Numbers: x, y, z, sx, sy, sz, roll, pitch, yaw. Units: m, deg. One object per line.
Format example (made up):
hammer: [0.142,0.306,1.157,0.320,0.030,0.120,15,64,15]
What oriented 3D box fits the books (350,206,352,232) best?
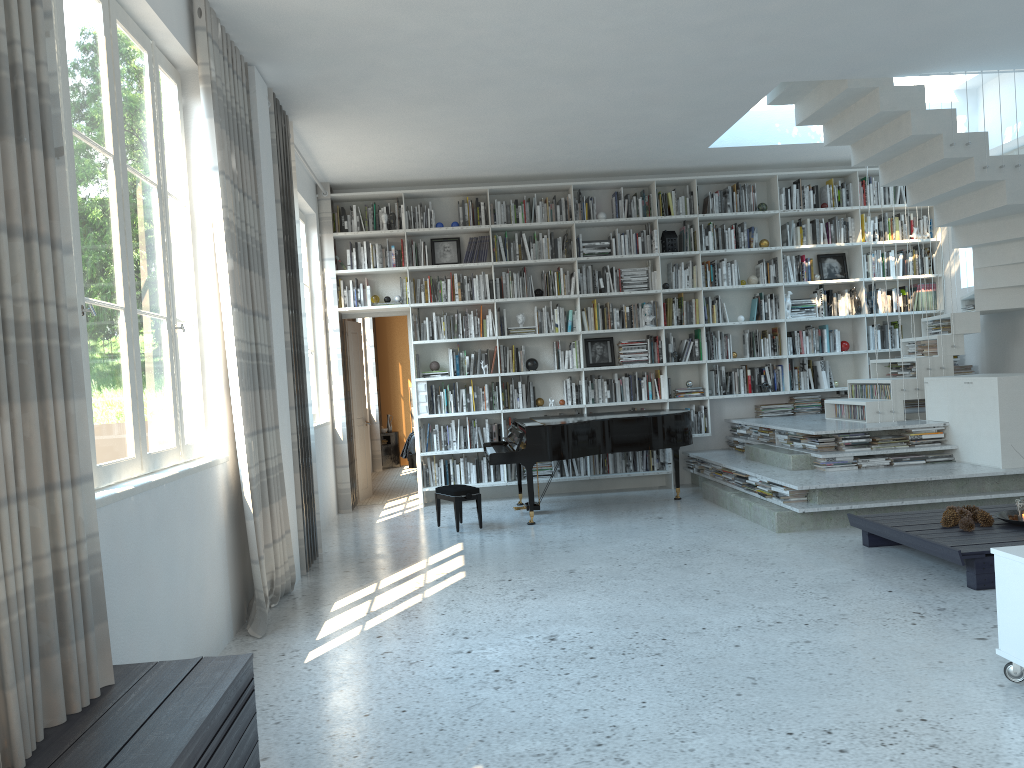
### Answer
books: [-1.602,-1.627,8.874,0.010,0.281,0.160,-4,1,-4]

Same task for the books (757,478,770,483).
books: [2.040,0.739,6.913,0.182,0.016,0.256,-4,0,-1]

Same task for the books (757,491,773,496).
books: [2.050,0.848,6.916,0.178,0.009,0.276,-4,0,-6]

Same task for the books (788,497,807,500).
books: [2.099,0.843,6.614,0.132,0.014,0.205,-4,0,-4]

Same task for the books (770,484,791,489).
books: [2.063,0.755,6.610,0.176,0.010,0.266,-4,0,-8]

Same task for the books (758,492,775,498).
books: [2.041,0.861,6.915,0.191,0.016,0.208,-4,0,1]

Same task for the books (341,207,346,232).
books: [-1.677,-1.617,8.859,0.025,0.269,0.177,-4,1,-4]

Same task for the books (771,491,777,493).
books: [2.066,0.824,6.917,0.154,0.014,0.196,-4,0,-4]

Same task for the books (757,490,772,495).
books: [2.044,0.841,6.915,0.191,0.006,0.275,-4,0,-2]

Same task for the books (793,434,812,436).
books: [2.482,0.422,7.517,0.170,0.008,0.208,-4,0,-1]

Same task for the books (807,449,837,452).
books: [2.530,0.535,7.244,0.144,0.009,0.249,-4,0,-4]

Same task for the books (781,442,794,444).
books: [2.489,0.517,7.825,0.136,0.013,0.258,-4,0,-4]

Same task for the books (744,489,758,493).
books: [2.020,0.865,7.216,0.193,0.005,0.224,-4,0,-8]

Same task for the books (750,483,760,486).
books: [2.028,0.806,7.216,0.171,0.007,0.260,-4,0,-1]

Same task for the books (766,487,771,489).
books: [2.056,0.801,6.916,0.150,0.004,0.290,-4,0,0]

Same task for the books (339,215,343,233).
books: [-1.700,-1.578,8.863,0.024,0.195,0.167,-4,1,-4]

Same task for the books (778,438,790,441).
books: [2.458,0.481,7.822,0.178,0.015,0.187,-4,0,1]

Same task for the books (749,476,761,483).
books: [2.038,0.771,7.216,0.141,0.028,0.222,-4,0,-9]

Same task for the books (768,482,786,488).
books: [2.054,0.743,6.609,0.192,0.014,0.256,-4,0,-8]

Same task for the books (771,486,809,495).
books: [2.071,0.788,6.611,0.156,0.027,0.287,-4,0,-9]

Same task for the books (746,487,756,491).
books: [2.035,0.851,7.217,0.171,0.005,0.297,-4,0,-5]

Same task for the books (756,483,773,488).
books: [2.044,0.786,6.915,0.168,0.013,0.281,-4,0,-9]

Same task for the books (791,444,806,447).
books: [2.493,0.518,7.519,0.154,0.007,0.292,-4,0,-1]

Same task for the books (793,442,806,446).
books: [2.498,0.500,7.519,0.155,0.028,0.189,-4,0,-3]

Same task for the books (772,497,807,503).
books: [2.070,0.861,6.612,0.184,0.017,0.230,-4,0,-2]

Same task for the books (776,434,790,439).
books: [2.461,0.458,7.822,0.174,0.029,0.250,-4,0,-6]

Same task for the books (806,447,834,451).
books: [2.514,0.525,7.243,0.161,0.014,0.212,-4,0,0]

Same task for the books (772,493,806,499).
books: [2.062,0.830,6.611,0.187,0.017,0.205,-4,0,1]

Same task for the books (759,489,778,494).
books: [2.058,0.834,6.916,0.170,0.006,0.268,-4,0,-4]

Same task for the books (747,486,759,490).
books: [2.030,0.836,7.216,0.180,0.008,0.267,-4,0,-5]

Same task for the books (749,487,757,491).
books: [2.036,0.844,7.217,0.159,0.009,0.275,-4,0,-1]

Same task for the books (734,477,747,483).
books: [2.008,0.806,7.521,0.160,0.025,0.244,-4,0,-9]

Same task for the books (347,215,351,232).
books: [-1.621,-1.583,8.890,0.031,0.195,0.145,-4,1,-4]

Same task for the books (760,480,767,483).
books: [2.041,0.752,6.914,0.178,0.010,0.196,-4,0,1]

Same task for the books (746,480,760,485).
books: [2.025,0.794,7.215,0.180,0.017,0.182,-4,0,-7]

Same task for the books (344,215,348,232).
books: [-1.648,-1.577,8.863,0.028,0.186,0.182,-4,1,-4]

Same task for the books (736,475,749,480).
books: [2.018,0.784,7.521,0.142,0.017,0.239,-4,0,-8]

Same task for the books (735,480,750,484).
books: [2.007,0.824,7.521,0.177,0.011,0.220,-4,0,-2]

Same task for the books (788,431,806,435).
books: [2.467,0.408,7.515,0.189,0.022,0.237,-4,0,1]

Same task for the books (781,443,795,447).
books: [2.480,0.532,7.825,0.132,0.016,0.262,-4,0,1]

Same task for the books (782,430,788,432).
books: [2.475,0.405,7.822,0.134,0.014,0.181,-4,0,1]

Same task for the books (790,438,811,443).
books: [2.487,0.473,7.518,0.177,0.026,0.230,-4,0,-4]

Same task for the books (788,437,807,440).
books: [2.481,0.456,7.517,0.187,0.009,0.250,-4,0,-4]

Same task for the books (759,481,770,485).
books: [2.052,0.768,6.915,0.175,0.006,0.251,-4,0,-4]

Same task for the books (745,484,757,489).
books: [2.023,0.826,7.216,0.189,0.013,0.215,-4,0,-6]

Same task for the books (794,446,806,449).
books: [2.498,0.531,7.520,0.142,0.020,0.230,-4,0,1]

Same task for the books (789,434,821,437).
books: [2.482,0.429,7.517,0.171,0.007,0.260,-4,0,-6]

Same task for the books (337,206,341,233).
books: [-1.722,-1.622,8.858,0.014,0.286,0.175,-4,1,-4]

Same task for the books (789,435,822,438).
books: [2.482,0.439,7.517,0.168,0.013,0.281,-4,0,-7]

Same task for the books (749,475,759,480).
books: [2.035,0.751,7.215,0.139,0.013,0.288,-4,0,1]

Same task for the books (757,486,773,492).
books: [2.044,0.811,6.915,0.191,0.015,0.246,-4,0,-3]

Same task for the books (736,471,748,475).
books: [2.017,0.750,7.520,0.157,0.007,0.268,-4,0,-4]

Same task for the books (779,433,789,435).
books: [2.470,0.435,7.822,0.145,0.017,0.208,-4,0,-9]

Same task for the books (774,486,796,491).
books: [2.070,0.767,6.611,0.165,0.015,0.243,-4,0,0]

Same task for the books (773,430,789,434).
books: [2.446,0.421,7.820,0.192,0.014,0.256,-4,0,-8]

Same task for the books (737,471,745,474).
books: [2.013,0.743,7.520,0.160,0.008,0.239,-4,0,-3]

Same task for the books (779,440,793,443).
books: [2.470,0.499,7.823,0.167,0.024,0.192,-4,0,-3]

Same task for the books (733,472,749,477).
books: [2.004,0.761,7.520,0.170,0.014,0.281,-4,0,-7]

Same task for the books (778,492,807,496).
books: [2.093,0.810,6.613,0.137,0.019,0.224,-4,0,-3]
